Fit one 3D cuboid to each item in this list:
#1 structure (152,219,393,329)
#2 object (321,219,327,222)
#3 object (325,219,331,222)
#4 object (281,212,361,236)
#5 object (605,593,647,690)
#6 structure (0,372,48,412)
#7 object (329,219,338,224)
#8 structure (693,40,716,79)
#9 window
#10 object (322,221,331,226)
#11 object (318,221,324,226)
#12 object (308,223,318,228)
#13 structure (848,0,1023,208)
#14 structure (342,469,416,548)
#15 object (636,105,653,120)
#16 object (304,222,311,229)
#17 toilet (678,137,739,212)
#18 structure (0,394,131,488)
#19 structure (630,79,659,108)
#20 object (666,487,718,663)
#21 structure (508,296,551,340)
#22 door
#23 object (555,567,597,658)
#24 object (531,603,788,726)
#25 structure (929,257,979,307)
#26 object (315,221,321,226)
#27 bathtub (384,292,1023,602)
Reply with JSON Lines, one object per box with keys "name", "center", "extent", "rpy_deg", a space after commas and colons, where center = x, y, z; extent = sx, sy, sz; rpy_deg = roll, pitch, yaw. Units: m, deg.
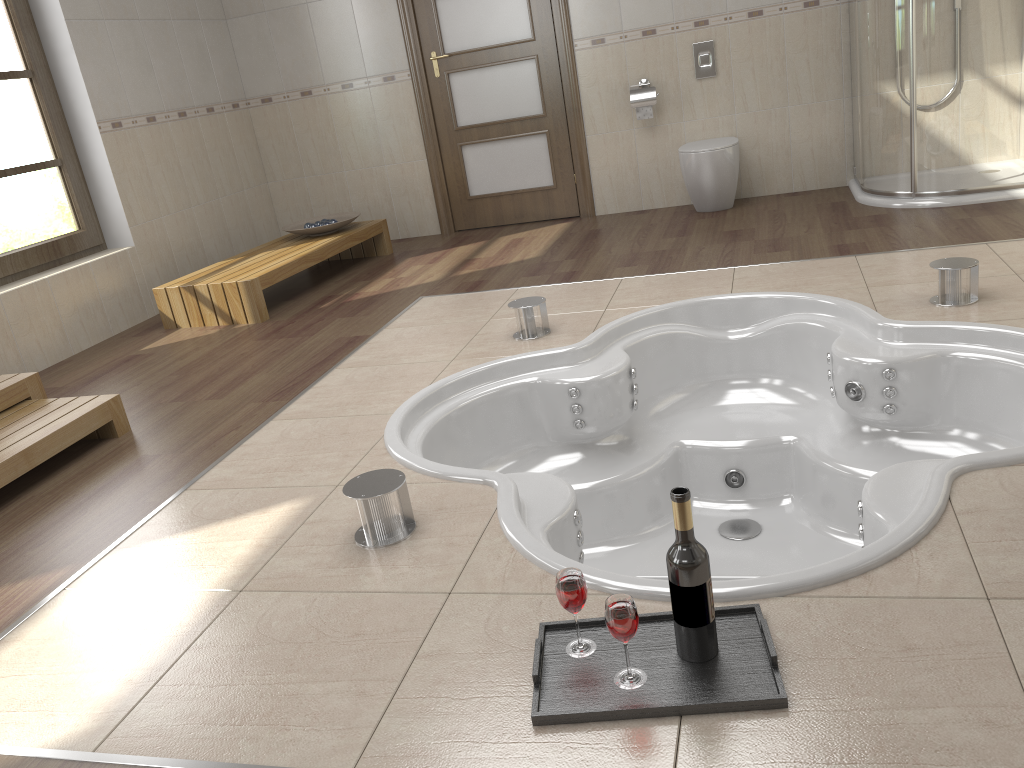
{"name": "structure", "center": [-1.307, -0.665, 5.122], "extent": [0.620, 0.220, 1.450], "rpy_deg": [-2, 21, 22]}
{"name": "object", "center": [-1.164, -0.999, 5.524], "extent": [0.060, 0.060, 0.060], "rpy_deg": [-4, 20, 17]}
{"name": "object", "center": [-1.130, -0.987, 5.473], "extent": [0.060, 0.060, 0.060], "rpy_deg": [-4, 20, 17]}
{"name": "object", "center": [-1.163, -0.965, 5.443], "extent": [0.487, 0.076, 0.487], "rpy_deg": [-19, 21, -24]}
{"name": "object", "center": [0.185, 0.420, 1.451], "extent": [0.055, 0.153, 0.055], "rpy_deg": [-6, 20, 10]}
{"name": "structure", "center": [-2.220, 0.341, 2.770], "extent": [0.620, 0.220, 1.450], "rpy_deg": [-4, 20, 17]}
{"name": "object", "center": [-1.092, -0.980, 5.423], "extent": [0.060, 0.060, 0.060], "rpy_deg": [-4, 20, 17]}
{"name": "structure", "center": [1.130, -1.902, 5.204], "extent": [0.120, 0.200, 0.010], "rpy_deg": [-4, 20, 17]}
{"name": "window", "center": [-2.567, -1.454, 4.046], "extent": [0.117, 1.934, 1.188], "rpy_deg": [-4, 20, 17]}
{"name": "object", "center": [-1.118, -0.955, 5.372], "extent": [0.060, 0.060, 0.060], "rpy_deg": [-4, 20, 17]}
{"name": "object", "center": [-1.153, -0.964, 5.420], "extent": [0.060, 0.060, 0.060], "rpy_deg": [-4, 20, 17]}
{"name": "object", "center": [-1.211, -0.949, 5.402], "extent": [0.060, 0.060, 0.060], "rpy_deg": [-4, 20, 17]}
{"name": "structure", "center": [2.155, -1.926, 4.404], "extent": [0.900, 1.917, 0.900], "rpy_deg": [-4, 20, 17]}
{"name": "structure", "center": [-0.314, 0.294, 2.107], "extent": [0.150, 0.131, 0.150], "rpy_deg": [-2, 21, 22]}
{"name": "object", "center": [0.791, -1.661, 5.292], "extent": [0.098, 0.151, 0.090], "rpy_deg": [-4, 20, 17]}
{"name": "object", "center": [-1.249, -0.962, 5.450], "extent": [0.060, 0.060, 0.060], "rpy_deg": [-4, 20, 17]}
{"name": "toilet", "center": [1.169, -1.212, 5.193], "extent": [0.337, 0.388, 0.519], "rpy_deg": [-4, 20, 17]}
{"name": "structure", "center": [-1.831, 0.352, 2.670], "extent": [0.620, 0.140, 1.280], "rpy_deg": [-4, 20, 17]}
{"name": "structure", "center": [0.791, -1.738, 5.287], "extent": [0.170, 0.151, 0.154], "rpy_deg": [-4, 20, 17]}
{"name": "object", "center": [0.293, 0.313, 1.467], "extent": [0.070, 0.307, 0.070], "rpy_deg": [-15, 20, -14]}
{"name": "structure", "center": [0.068, -0.256, 3.449], "extent": [0.150, 0.131, 0.150], "rpy_deg": [-16, 20, -15]}
{"name": "door", "center": [-0.135, -2.008, 5.550], "extent": [0.861, 2.026, 0.102], "rpy_deg": [-5, 20, 15]}
{"name": "object", "center": [0.110, 0.398, 1.548], "extent": [0.055, 0.153, 0.055], "rpy_deg": [-6, 20, 10]}
{"name": "object", "center": [0.237, 0.463, 1.506], "extent": [0.400, 0.040, 0.250], "rpy_deg": [-7, 20, 8]}
{"name": "structure", "center": [1.498, -0.347, 3.005], "extent": [0.150, 0.131, 0.150], "rpy_deg": [-7, 20, 7]}
{"name": "object", "center": [-1.192, -0.976, 5.473], "extent": [0.060, 0.060, 0.060], "rpy_deg": [-4, 20, 17]}
{"name": "bathtub", "center": [0.654, 0.329, 2.684], "extent": [1.751, 0.674, 1.754], "rpy_deg": [-20, 22, -25]}
